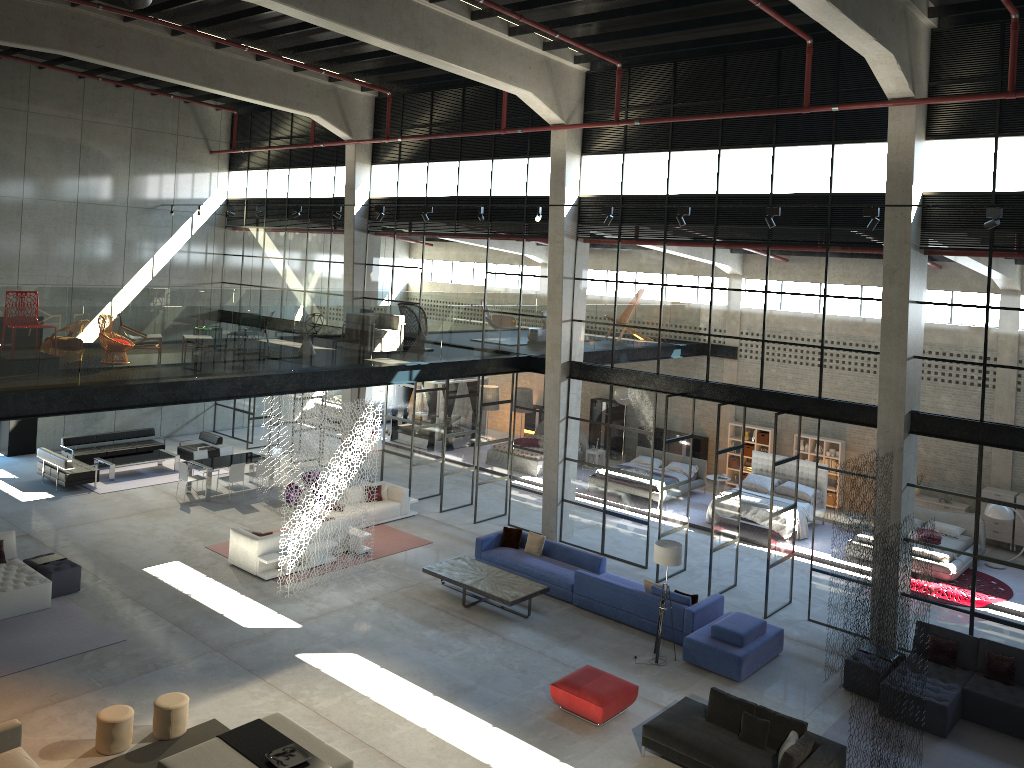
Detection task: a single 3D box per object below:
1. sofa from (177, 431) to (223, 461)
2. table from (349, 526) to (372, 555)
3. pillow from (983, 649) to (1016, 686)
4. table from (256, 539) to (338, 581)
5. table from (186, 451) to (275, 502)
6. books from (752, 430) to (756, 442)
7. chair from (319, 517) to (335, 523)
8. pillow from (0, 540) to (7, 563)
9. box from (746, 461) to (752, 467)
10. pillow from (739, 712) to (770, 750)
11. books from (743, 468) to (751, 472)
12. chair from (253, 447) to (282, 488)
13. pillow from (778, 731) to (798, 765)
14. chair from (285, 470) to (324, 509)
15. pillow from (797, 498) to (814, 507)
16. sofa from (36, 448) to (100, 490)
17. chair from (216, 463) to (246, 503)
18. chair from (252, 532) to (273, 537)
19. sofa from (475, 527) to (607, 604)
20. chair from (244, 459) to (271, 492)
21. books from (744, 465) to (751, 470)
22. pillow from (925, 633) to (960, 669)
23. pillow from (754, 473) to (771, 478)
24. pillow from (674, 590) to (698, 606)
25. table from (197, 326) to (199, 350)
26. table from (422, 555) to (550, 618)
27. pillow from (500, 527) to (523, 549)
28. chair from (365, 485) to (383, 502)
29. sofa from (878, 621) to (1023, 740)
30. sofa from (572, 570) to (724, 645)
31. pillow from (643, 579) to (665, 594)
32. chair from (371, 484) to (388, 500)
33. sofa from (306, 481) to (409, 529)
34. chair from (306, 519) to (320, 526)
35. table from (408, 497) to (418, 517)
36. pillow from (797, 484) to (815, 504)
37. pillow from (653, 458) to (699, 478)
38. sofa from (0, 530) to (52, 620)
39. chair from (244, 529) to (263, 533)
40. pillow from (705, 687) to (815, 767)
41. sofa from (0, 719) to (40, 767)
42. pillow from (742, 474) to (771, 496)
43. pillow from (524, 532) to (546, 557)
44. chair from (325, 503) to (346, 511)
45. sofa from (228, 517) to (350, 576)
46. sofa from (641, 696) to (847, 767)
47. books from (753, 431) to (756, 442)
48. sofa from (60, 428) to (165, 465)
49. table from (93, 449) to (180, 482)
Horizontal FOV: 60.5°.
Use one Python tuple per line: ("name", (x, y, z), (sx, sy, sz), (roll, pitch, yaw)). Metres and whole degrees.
("sofa", (-8.391, 1.758, 23.573), (0.957, 0.758, 0.820), (7, 6, 40))
("table", (-3.320, 3.076, 17.579), (1.210, 0.369, 0.300), (9, 6, 40))
("pillow", (6.814, 3.964, 12.258), (0.409, 0.376, 0.192), (7, 3, 41))
("table", (-3.936, 3.239, 16.174), (0.302, 0.368, 1.570), (6, 7, 40))
("table", (-6.752, 2.197, 21.090), (0.907, 0.756, 1.803), (7, 8, 40))
("books", (6.656, 1.411, 23.990), (0.087, 0.320, 0.252), (3, 2, 41))
("chair", (-3.679, 2.768, 17.149), (0.270, 0.322, 0.396), (6, 5, 42))
("pillow", (-8.593, 2.806, 14.489), (0.237, 0.344, 0.413), (5, 5, 39))
("box", (6.542, 2.204, 24.069), (0.215, 0.108, 0.131), (9, 7, 40))
("pillow", (2.852, 4.072, 10.324), (0.345, 0.307, 0.187), (7, 4, 38))
("books", (6.522, 2.343, 24.053), (0.311, 0.055, 0.230), (10, 10, 40))
("chair", (-6.083, 2.071, 21.865), (0.422, 0.870, 0.544), (4, 2, 41))
("pillow", (3.130, 4.137, 9.935), (0.208, 0.315, 0.342), (4, 4, 19))
("chair", (-4.800, 2.414, 20.356), (0.660, 0.747, 0.796), (6, 5, 40))
("pillow", (6.803, 2.611, 20.730), (0.966, 0.330, 0.715), (9, 9, 41))
("sofa", (-10.620, 1.997, 20.983), (1.663, 0.757, 0.820), (9, 7, 40))
("chair", (-6.544, 2.243, 20.452), (0.548, 0.870, 0.419), (5, 2, 41))
("chair", (-4.579, 2.861, 16.180), (0.402, 0.335, 0.284), (3, 3, -4))
("sofa", (0.506, 3.342, 16.361), (2.353, 0.603, 1.054), (10, 9, 40))
("chair", (-6.088, 2.194, 20.982), (0.548, 0.870, 0.419), (5, 2, 41))
("books", (6.525, 2.287, 24.053), (0.284, 0.055, 0.230), (10, 10, 40))
("pillow", (6.243, 3.877, 12.739), (0.416, 0.344, 0.235), (7, 4, 41))
("pillow", (6.254, 2.423, 21.378), (1.060, 0.322, 0.489), (9, 8, 40))
("pillow", (2.814, 3.529, 14.190), (0.400, 0.371, 0.260), (5, 3, 19))
("table", (-5.756, -0.830, 16.578), (0.393, 0.516, 0.414), (4, 3, 16))
("table", (-0.481, 3.549, 15.226), (2.079, 0.398, 1.027), (10, 9, 40))
("pillow", (-0.008, 2.979, 16.994), (0.400, 0.371, 0.260), (5, 3, 19))
("chair", (-3.098, 2.453, 19.619), (0.410, 0.335, 0.258), (2, 3, -16))
("sofa", (7.088, 4.295, 11.223), (4.180, 0.868, 1.826), (10, 9, 40))
("sofa", (2.276, 3.598, 14.820), (2.353, 0.721, 1.054), (9, 8, 40))
("pillow", (2.373, 3.454, 14.515), (0.404, 0.381, 0.206), (7, 4, 41))
("chair", (-2.983, 2.435, 19.788), (0.380, 0.337, 0.255), (2, 3, -16))
("sofa", (-3.347, 2.694, 19.220), (0.948, 0.667, 2.148), (8, 8, 40))
("chair", (-3.903, 2.784, 16.944), (0.270, 0.317, 0.393), (5, 5, 27))
("table", (-2.574, 2.762, 20.111), (0.907, 0.369, 0.300), (9, 6, 40))
("pillow", (6.755, 2.520, 20.677), (0.986, 0.291, 0.692), (10, 10, 42))
("pillow", (4.002, 2.177, 23.407), (1.942, 0.312, 0.548), (10, 9, 40))
("sofa", (-9.224, 3.158, 12.864), (1.838, 0.867, 4.153), (9, 9, 40))
("chair", (-4.770, 2.833, 16.374), (0.391, 0.271, 0.319), (5, 5, 16))
("pillow", (2.983, 4.071, 10.259), (0.741, 0.417, 1.598), (1, 8, -20))
("sofa", (-4.903, 4.089, 8.477), (2.353, 0.721, 1.054), (9, 8, 40))
("pillow", (5.983, 2.433, 21.209), (1.034, 0.373, 0.665), (10, 9, 44))
("pillow", (0.433, 3.044, 16.668), (0.404, 0.381, 0.206), (7, 4, 41))
("chair", (-3.772, 2.615, 18.723), (0.414, 0.108, 0.410), (3, 7, -3))
("sofa", (-4.218, 2.993, 16.742), (0.954, 0.668, 2.139), (8, 8, 40))
("sofa", (2.699, 4.325, 10.350), (2.122, 0.560, 1.081), (10, 9, 41))
("books", (6.682, 1.415, 23.968), (0.087, 0.320, 0.252), (3, 2, 41))
("sofa", (-10.459, 1.709, 23.101), (0.826, 0.756, 2.454), (7, 8, 40))
("table", (-9.515, 2.052, 22.277), (0.907, 0.407, 1.803), (9, 9, 40))
